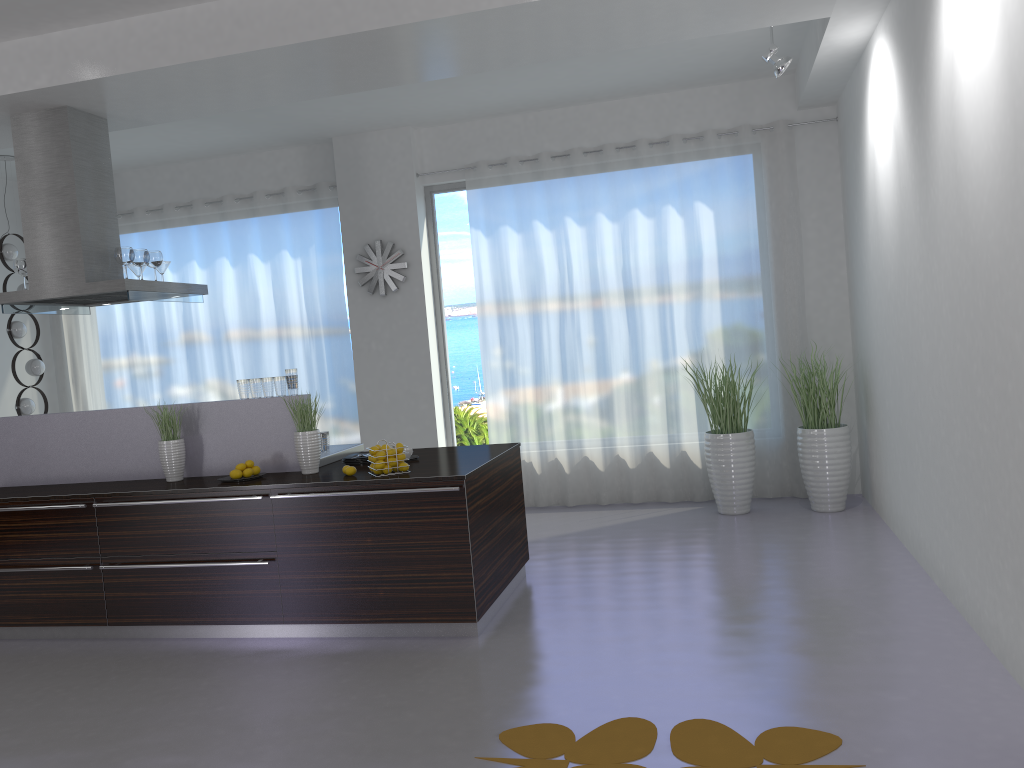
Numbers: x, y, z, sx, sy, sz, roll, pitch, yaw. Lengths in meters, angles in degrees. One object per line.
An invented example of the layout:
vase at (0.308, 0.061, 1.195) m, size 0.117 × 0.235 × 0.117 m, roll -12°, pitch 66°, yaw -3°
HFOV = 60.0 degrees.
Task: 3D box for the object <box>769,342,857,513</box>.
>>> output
object at (2.338, 0.317, 6.880) m, size 0.656 × 1.334 × 0.713 m, roll -5°, pitch 3°, yaw -2°

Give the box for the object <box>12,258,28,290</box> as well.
object at (-3.211, -0.711, 5.839) m, size 0.125 × 0.221 × 0.125 m, roll -3°, pitch 3°, yaw 38°

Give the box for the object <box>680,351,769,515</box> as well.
object at (1.690, 0.366, 7.003) m, size 0.713 × 1.334 × 0.656 m, roll -4°, pitch 3°, yaw 14°

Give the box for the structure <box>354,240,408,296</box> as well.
structure at (-1.186, -1.050, 8.023) m, size 0.505 × 0.505 × 0.076 m, roll -4°, pitch 3°, yaw 14°

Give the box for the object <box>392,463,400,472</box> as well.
object at (-0.629, 0.452, 4.827) m, size 0.061 × 0.055 × 0.050 m, roll -7°, pitch 3°, yaw -31°

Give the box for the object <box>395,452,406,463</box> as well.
object at (-0.605, 0.399, 4.806) m, size 0.061 × 0.054 × 0.053 m, roll -6°, pitch 3°, yaw -30°

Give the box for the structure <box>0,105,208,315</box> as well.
structure at (-2.808, -1.130, 6.020) m, size 0.981 × 1.231 × 0.915 m, roll -4°, pitch 3°, yaw 14°

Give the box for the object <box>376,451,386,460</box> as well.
object at (-0.703, 0.385, 4.758) m, size 0.061 × 0.052 × 0.053 m, roll -4°, pitch 3°, yaw 27°

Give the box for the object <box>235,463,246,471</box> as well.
object at (-1.551, 0.476, 5.071) m, size 0.061 × 0.047 × 0.053 m, roll -4°, pitch 3°, yaw 17°

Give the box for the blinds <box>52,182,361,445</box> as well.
blinds at (-3.070, -0.206, 8.642) m, size 3.245 × 3.112 × 0.120 m, roll -4°, pitch 3°, yaw 13°

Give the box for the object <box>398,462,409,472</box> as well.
object at (-0.587, 0.448, 4.786) m, size 0.062 × 0.052 × 0.053 m, roll -7°, pitch 3°, yaw -37°

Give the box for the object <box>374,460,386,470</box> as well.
object at (-0.706, 0.433, 4.735) m, size 0.061 × 0.054 × 0.052 m, roll -5°, pitch 3°, yaw -9°

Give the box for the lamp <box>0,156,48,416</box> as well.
lamp at (-4.366, -0.814, 7.865) m, size 0.180 × 2.370 × 0.367 m, roll -5°, pitch 3°, yaw 7°

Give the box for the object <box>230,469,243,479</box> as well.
object at (-1.564, 0.513, 5.028) m, size 0.070 × 0.058 × 0.060 m, roll -4°, pitch 3°, yaw 12°

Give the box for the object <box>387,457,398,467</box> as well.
object at (-0.643, 0.419, 4.763) m, size 0.061 × 0.055 × 0.051 m, roll -5°, pitch 3°, yaw -7°

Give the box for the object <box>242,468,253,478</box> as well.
object at (-1.507, 0.507, 5.058) m, size 0.061 × 0.054 × 0.052 m, roll -5°, pitch 3°, yaw -9°

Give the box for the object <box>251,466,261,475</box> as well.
object at (-1.479, 0.498, 5.108) m, size 0.063 × 0.053 × 0.051 m, roll -7°, pitch 3°, yaw -36°

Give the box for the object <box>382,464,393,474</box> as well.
object at (-0.668, 0.457, 4.757) m, size 0.051 × 0.053 × 0.063 m, roll -4°, pitch 3°, yaw 21°

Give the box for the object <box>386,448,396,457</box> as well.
object at (-0.646, 0.368, 4.767) m, size 0.051 × 0.053 × 0.063 m, roll -4°, pitch 3°, yaw 26°

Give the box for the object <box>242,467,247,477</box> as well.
object at (-1.531, 0.507, 5.111) m, size 0.057 × 0.060 × 0.071 m, roll -4°, pitch 3°, yaw 15°

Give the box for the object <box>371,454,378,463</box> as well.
object at (-0.731, 0.407, 4.804) m, size 0.062 × 0.053 × 0.052 m, roll -6°, pitch 3°, yaw -15°

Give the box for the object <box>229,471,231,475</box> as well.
object at (-1.588, 0.517, 5.082) m, size 0.063 × 0.051 × 0.053 m, roll -4°, pitch 3°, yaw 17°

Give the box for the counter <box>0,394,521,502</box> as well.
counter at (-1.667, 0.740, 5.523) m, size 3.291 × 1.300 × 1.302 m, roll -4°, pitch 3°, yaw 14°

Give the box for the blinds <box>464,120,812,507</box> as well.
blinds at (1.067, -0.512, 7.645) m, size 2.830 × 3.112 × 0.120 m, roll -4°, pitch 3°, yaw 13°

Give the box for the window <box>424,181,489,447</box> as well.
window at (0.759, -0.687, 7.936) m, size 3.000 × 2.500 × 0.100 m, roll -4°, pitch 3°, yaw 14°

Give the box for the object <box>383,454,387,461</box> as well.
object at (-0.704, 0.399, 4.853) m, size 0.064 × 0.053 × 0.051 m, roll -4°, pitch 3°, yaw 16°

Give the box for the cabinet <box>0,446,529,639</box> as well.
cabinet at (-1.652, 0.964, 5.524) m, size 3.285 × 0.852 × 1.377 m, roll -4°, pitch 3°, yaw 14°

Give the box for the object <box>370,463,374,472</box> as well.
object at (-0.749, 0.452, 4.842) m, size 0.060 × 0.057 × 0.052 m, roll -4°, pitch 3°, yaw 15°

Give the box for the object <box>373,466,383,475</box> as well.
object at (-0.716, 0.458, 4.791) m, size 0.064 × 0.063 × 0.074 m, roll -3°, pitch 3°, yaw 34°

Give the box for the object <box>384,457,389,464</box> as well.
object at (-0.663, 0.416, 4.787) m, size 0.051 × 0.053 × 0.062 m, roll -4°, pitch 3°, yaw 22°

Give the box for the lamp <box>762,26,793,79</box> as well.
lamp at (1.627, -2.145, 5.467) m, size 0.185 × 0.511 × 0.150 m, roll -4°, pitch 3°, yaw 14°

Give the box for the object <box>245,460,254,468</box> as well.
object at (-1.510, 0.460, 5.103) m, size 0.053 × 0.048 × 0.063 m, roll -6°, pitch 3°, yaw -20°
